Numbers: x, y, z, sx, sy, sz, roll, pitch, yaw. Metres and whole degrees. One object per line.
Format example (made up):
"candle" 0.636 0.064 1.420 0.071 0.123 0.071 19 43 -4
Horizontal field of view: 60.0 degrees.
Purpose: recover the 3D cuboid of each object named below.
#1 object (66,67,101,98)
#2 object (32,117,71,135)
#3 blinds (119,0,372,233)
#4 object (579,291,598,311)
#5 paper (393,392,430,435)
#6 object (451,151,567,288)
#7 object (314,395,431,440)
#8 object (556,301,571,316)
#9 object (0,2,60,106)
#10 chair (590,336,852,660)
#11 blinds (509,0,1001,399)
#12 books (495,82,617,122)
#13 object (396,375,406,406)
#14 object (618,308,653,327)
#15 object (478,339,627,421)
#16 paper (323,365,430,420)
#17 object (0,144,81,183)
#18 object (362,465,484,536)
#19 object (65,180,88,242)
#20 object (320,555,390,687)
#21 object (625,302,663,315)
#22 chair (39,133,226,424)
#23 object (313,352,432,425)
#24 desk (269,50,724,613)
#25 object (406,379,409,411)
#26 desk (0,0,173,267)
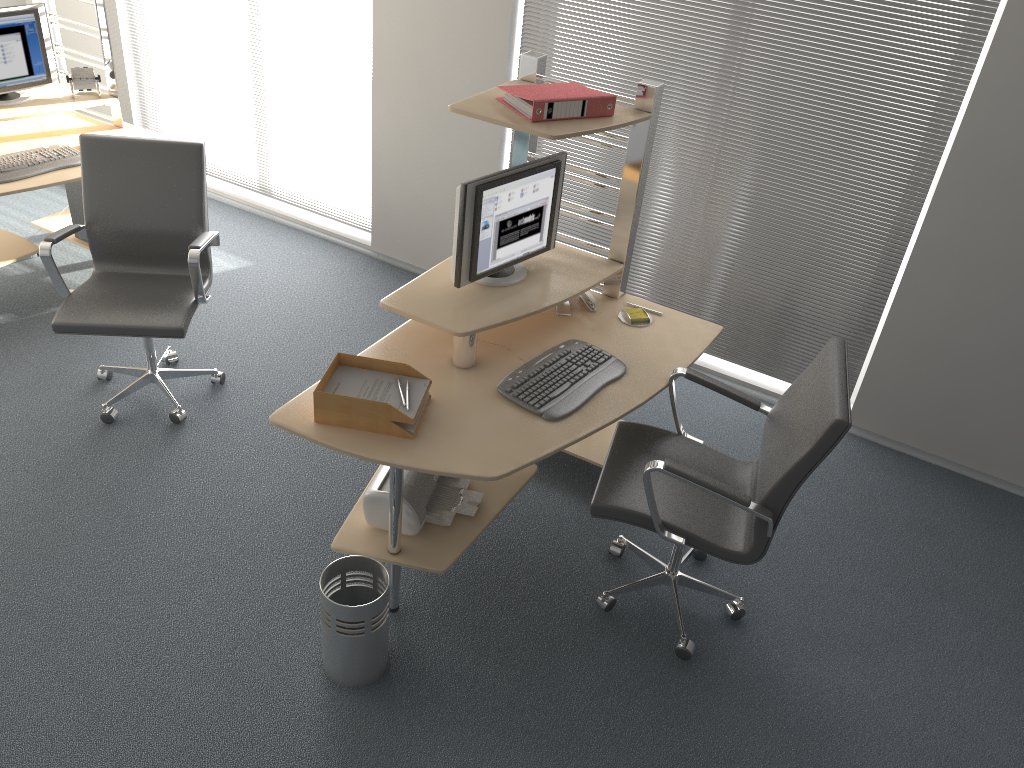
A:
"object" -2.114 -1.491 4.383 0.154 0.135 0.093 -9 37 -22
"object" -2.274 -1.265 4.444 0.742 0.088 0.168 23 38 23
"blinds" -1.519 -2.363 4.845 1.950 2.749 0.037 22 37 22
"object" 0.297 -0.330 3.445 0.022 0.042 0.134 -6 36 -18
"paper" -0.425 0.066 2.749 0.297 0.019 0.210 10 34 4
"object" -0.040 -0.592 3.158 0.516 0.418 0.245 -20 42 -33
"object" -0.425 0.056 2.742 0.309 0.060 0.225 10 34 4
"object" 0.196 -0.332 3.412 0.054 0.064 0.159 3 34 -6
"object" -2.432 -1.556 4.175 0.245 0.418 0.516 33 42 33
"chair" 0.623 0.339 2.929 0.652 1.048 0.584 14 35 10
"blinds" 0.897 -1.388 3.817 1.950 2.770 0.022 22 37 22
"books" 0.148 -0.978 3.022 0.320 0.072 0.262 -12 38 -26
"object" -0.341 0.021 2.722 0.008 0.009 0.159 -4 35 -15
"object" 0.474 -0.263 3.391 0.132 0.026 0.132 22 37 22
"object" -0.042 -0.115 3.132 0.814 0.082 0.478 27 39 28
"paper" -0.420 0.024 2.720 0.297 0.010 0.210 10 34 4
"object" -2.419 -1.099 4.181 0.814 0.082 0.478 27 39 28
"object" -0.276 0.331 3.076 0.351 0.162 0.438 12 34 9
"object" -2.082 -0.927 4.648 0.471 0.422 0.199 22 37 22
"object" -0.488 0.743 2.761 0.208 0.377 0.208 -5 36 -16
"object" 0.513 -0.295 3.458 0.158 0.011 0.011 20 36 19
"chair" -1.528 -0.398 3.652 0.584 1.048 0.652 2 34 -7
"object" -0.420 0.009 2.710 0.309 0.060 0.225 10 34 4
"desk" 0.040 -0.101 3.016 0.967 1.566 1.469 22 37 22
"object" -0.319 0.034 2.706 0.008 0.009 0.159 1 34 -8
"desk" -2.370 -1.074 4.043 0.967 1.566 1.469 22 37 22
